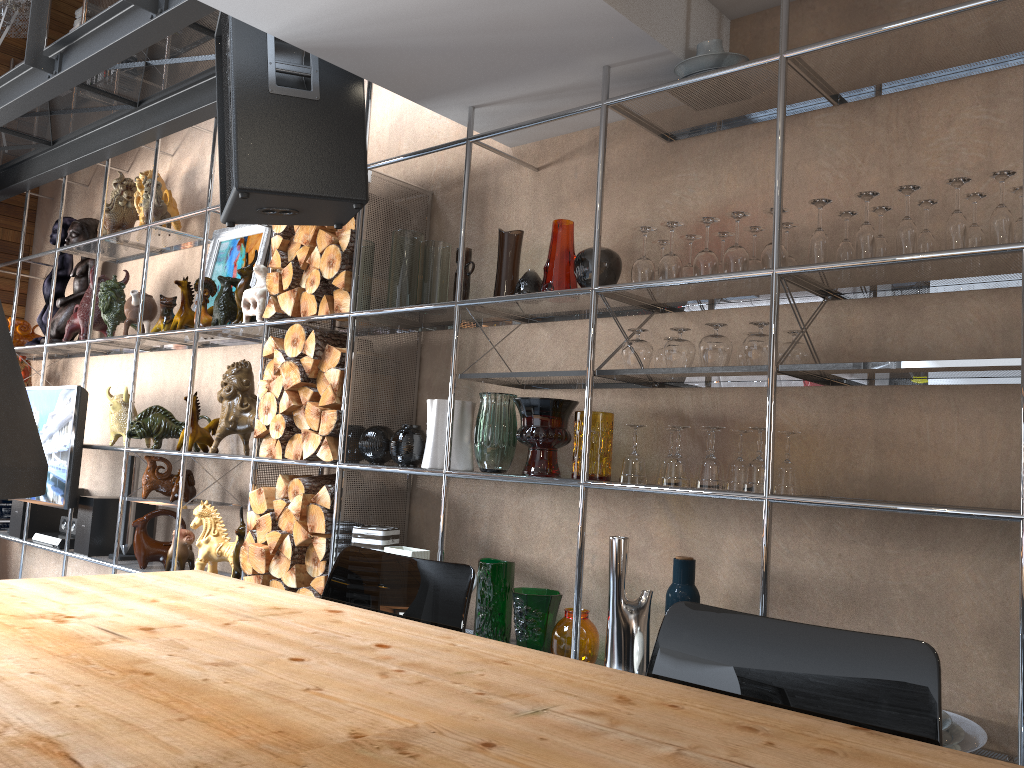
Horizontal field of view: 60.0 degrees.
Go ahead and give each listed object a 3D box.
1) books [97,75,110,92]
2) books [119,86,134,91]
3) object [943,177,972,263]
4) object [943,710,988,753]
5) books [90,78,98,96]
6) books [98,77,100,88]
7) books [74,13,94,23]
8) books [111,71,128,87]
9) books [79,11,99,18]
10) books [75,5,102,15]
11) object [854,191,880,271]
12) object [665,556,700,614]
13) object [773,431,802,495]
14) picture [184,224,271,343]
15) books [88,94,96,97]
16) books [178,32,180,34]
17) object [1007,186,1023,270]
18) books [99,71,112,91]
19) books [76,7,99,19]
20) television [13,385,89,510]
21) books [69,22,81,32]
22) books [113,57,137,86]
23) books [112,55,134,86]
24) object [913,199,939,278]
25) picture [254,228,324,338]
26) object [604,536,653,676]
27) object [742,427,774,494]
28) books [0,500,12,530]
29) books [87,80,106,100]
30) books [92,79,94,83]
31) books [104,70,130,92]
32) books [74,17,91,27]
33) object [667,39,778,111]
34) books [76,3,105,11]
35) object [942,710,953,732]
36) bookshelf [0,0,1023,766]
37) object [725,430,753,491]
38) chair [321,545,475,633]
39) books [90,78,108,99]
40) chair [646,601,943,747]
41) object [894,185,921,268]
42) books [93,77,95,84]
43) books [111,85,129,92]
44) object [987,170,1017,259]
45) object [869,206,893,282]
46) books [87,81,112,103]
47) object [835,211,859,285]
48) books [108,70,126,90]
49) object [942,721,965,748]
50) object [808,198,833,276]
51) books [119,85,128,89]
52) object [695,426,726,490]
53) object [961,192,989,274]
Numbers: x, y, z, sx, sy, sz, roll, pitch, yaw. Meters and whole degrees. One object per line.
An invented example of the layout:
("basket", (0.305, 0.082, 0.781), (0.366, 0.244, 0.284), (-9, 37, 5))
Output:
("books", (-2.416, -1.866, 5.318), (0.017, 0.230, 0.122), (-1, -7, 41))
("books", (-2.305, -1.856, 5.251), (0.049, 0.216, 0.137), (-1, -7, 41))
("object", (1.038, -0.381, 2.069), (0.060, 0.191, 0.060), (6, -6, -23))
("object", (0.948, 0.820, 2.097), (0.308, 0.058, 0.311), (8, -7, -40))
("books", (-2.505, -1.849, 5.401), (0.011, 0.201, 0.127), (-1, -7, 41))
("books", (-2.411, -1.851, 5.302), (0.008, 0.198, 0.111), (-1, -7, 41))
("books", (-2.598, -2.255, 5.579), (0.182, 0.016, 0.228), (-1, -7, 41))
("books", (-2.291, -1.854, 5.222), (0.051, 0.205, 0.131), (-1, -7, 41))
("books", (-2.582, -2.274, 5.599), (0.180, 0.028, 0.234), (-1, -7, 41))
("books", (-2.604, -2.318, 5.600), (0.182, 0.016, 0.228), (-1, -7, 41))
("object", (0.881, -0.378, 2.206), (0.060, 0.191, 0.060), (6, -6, -23))
("object", (0.495, 0.692, 2.584), (0.099, 0.372, 0.099), (4, -5, 0))
("object", (0.755, 0.216, 2.432), (0.081, 0.170, 0.081), (6, -6, -23))
("picture", (-1.450, -0.526, 4.542), (0.544, 0.626, 0.136), (-1, -7, 41))
("books", (-2.513, -1.856, 5.438), (0.010, 0.220, 0.171), (-1, -7, 41))
("books", (-1.937, -2.113, 5.021), (0.053, 0.233, 0.148), (-1, -7, 41))
("object", (1.205, -0.368, 2.099), (0.060, 0.191, 0.060), (6, -6, -23))
("books", (-2.403, -1.841, 5.298), (0.009, 0.177, 0.112), (-1, -7, 41))
("books", (-2.606, -2.300, 5.596), (0.174, 0.021, 0.216), (-1, -7, 41))
("television", (-2.627, 0.336, 4.938), (1.075, 0.639, 0.115), (-1, -7, 41))
("books", (-2.601, -2.180, 5.572), (0.288, 0.025, 0.175), (8, -7, -43))
("books", (-2.270, -1.848, 5.201), (0.049, 0.191, 0.138), (-1, -7, 41))
("books", (-2.281, -1.859, 5.214), (0.049, 0.216, 0.137), (-1, -7, 41))
("object", (1.044, -0.365, 2.238), (0.060, 0.191, 0.060), (5, -5, -13))
("picture", (-0.997, -0.649, 4.203), (0.529, 0.863, 0.090), (-1, -7, 41))
("object", (0.338, 0.655, 2.553), (0.129, 0.421, 0.129), (-2, -7, 44))
("object", (0.647, 0.200, 2.324), (0.081, 0.170, 0.081), (6, -6, -23))
("books", (-3.228, 0.834, 5.640), (0.081, 0.185, 0.138), (-1, -7, 41))
("books", (-2.518, -1.850, 5.403), (0.011, 0.201, 0.127), (-1, -7, 41))
("books", (-2.458, -1.859, 5.382), (0.017, 0.223, 0.161), (-1, -7, 41))
("books", (-2.353, -1.858, 5.289), (0.055, 0.215, 0.155), (-1, -7, 41))
("books", (-2.615, -2.240, 5.580), (0.167, 0.017, 0.208), (-1, -7, 41))
("object", (0.629, -0.920, 2.631), (0.311, 0.164, 0.322), (1, -6, 29))
("books", (-2.607, -2.333, 5.613), (0.182, 0.016, 0.228), (-1, -7, 41))
("object", (0.901, 0.794, 2.058), (0.215, 0.080, 0.217), (8, -7, -40))
("bookshelf", (0.680, -1.802, 2.718), (10.738, 6.221, 0.421), (-1, -7, 41))
("object", (0.646, 0.217, 2.513), (0.081, 0.170, 0.081), (0, -7, 37))
("chair", (-0.404, 0.752, 1.702), (0.527, 0.825, 0.598), (-1, -7, 41))
("books", (-2.499, -1.836, 5.388), (0.014, 0.172, 0.119), (-1, -7, 41))
("chair", (0.249, 0.741, 1.134), (0.527, 0.825, 0.598), (-1, -7, 41))
("object", (0.954, -0.379, 2.142), (0.060, 0.191, 0.060), (6, -6, -23))
("books", (-2.461, -1.842, 5.356), (0.012, 0.183, 0.117), (-1, -7, 41))
("books", (-2.331, -1.847, 5.259), (0.047, 0.197, 0.126), (-1, -7, 41))
("object", (1.108, -0.382, 2.008), (0.060, 0.191, 0.060), (6, -6, -23))
("object", (0.959, -0.363, 2.312), (0.060, 0.191, 0.060), (6, -6, -23))
("books", (-2.521, -1.856, 5.444), (0.010, 0.219, 0.164), (-1, -7, 41))
("object", (0.892, -0.362, 2.370), (0.060, 0.191, 0.060), (6, -6, -23))
("books", (-2.323, -1.857, 5.250), (0.051, 0.218, 0.133), (-1, -7, 41))
("object", (0.924, 0.814, 2.083), (0.246, 0.052, 0.249), (8, -7, -40))
("object", (0.791, -0.376, 2.284), (0.060, 0.191, 0.060), (6, -6, -23))
("books", (-2.298, -1.843, 5.235), (0.048, 0.188, 0.120), (-1, -7, 41))
("object", (0.546, 0.202, 2.423), (0.081, 0.170, 0.081), (0, -7, 37))
("object", (1.128, -0.366, 2.165), (0.060, 0.191, 0.060), (6, -6, -23))
